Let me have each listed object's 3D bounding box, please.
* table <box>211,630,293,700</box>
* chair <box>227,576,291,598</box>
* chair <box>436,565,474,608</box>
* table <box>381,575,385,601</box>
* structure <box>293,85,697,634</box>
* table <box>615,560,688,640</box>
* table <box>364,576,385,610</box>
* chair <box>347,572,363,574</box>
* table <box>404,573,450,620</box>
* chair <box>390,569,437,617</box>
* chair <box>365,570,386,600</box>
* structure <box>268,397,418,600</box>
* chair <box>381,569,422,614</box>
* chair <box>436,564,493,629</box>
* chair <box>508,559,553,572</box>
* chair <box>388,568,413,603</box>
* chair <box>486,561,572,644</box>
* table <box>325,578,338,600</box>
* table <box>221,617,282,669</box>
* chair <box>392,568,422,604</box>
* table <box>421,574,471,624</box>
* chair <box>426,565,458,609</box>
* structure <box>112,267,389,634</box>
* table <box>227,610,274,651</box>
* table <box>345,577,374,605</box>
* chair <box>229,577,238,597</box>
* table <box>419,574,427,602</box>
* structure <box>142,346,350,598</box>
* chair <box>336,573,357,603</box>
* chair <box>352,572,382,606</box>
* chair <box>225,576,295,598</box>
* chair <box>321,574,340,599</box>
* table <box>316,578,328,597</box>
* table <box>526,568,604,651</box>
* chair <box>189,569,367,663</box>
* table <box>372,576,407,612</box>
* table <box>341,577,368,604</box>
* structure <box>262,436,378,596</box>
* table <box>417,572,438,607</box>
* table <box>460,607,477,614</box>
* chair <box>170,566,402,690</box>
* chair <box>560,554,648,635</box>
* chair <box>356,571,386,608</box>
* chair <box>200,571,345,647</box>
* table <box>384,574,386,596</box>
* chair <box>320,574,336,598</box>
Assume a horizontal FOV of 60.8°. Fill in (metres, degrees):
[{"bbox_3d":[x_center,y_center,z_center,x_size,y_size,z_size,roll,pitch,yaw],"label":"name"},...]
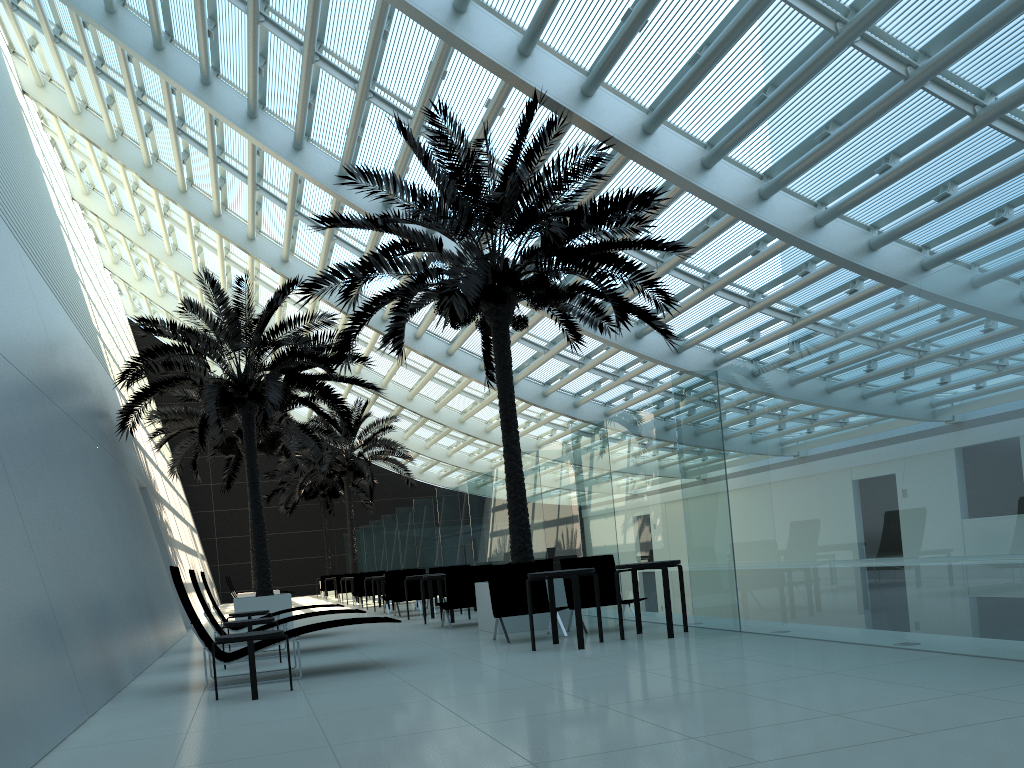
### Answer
[{"bbox_3d":[-2.170,2.341,7.278,0.559,0.509,0.558,-8,-7,25],"label":"table"},{"bbox_3d":[-8.553,7.015,29.632,2.030,1.140,0.940,-2,-6,-17],"label":"chair"},{"bbox_3d":[-1.018,4.022,17.213,0.713,0.874,0.905,-4,-6,-17],"label":"chair"},{"bbox_3d":[-3.477,5.927,25.438,0.686,0.769,0.684,-8,-6,25],"label":"table"},{"bbox_3d":[-0.097,-0.216,11.602,4.825,6.916,4.505,-5,-4,1],"label":"structure"},{"bbox_3d":[1.457,2.258,9.139,0.687,0.769,0.682,-8,-6,30],"label":"table"},{"bbox_3d":[-3.176,5.048,21.133,0.685,0.769,0.685,-7,-6,21],"label":"table"},{"bbox_3d":[-5.948,7.695,33.529,0.713,0.874,0.905,-4,-6,-17],"label":"chair"},{"bbox_3d":[-1.533,3.824,15.695,0.685,0.769,0.685,-7,-6,21],"label":"table"},{"bbox_3d":[-1.907,4.048,16.942,0.713,0.874,0.905,-4,-6,-17],"label":"chair"},{"bbox_3d":[-4.291,6.460,28.044,0.713,0.874,0.905,-4,-6,-17],"label":"chair"},{"bbox_3d":[-5.676,3.938,30.050,4.802,6.915,4.526,-3,-4,-24],"label":"structure"},{"bbox_3d":[-2.391,4.418,18.594,0.713,0.874,0.905,-4,-6,-17],"label":"chair"},{"bbox_3d":[-0.704,3.161,13.010,0.713,0.874,0.905,-4,-6,-17],"label":"chair"},{"bbox_3d":[0.185,3.136,13.281,0.713,0.874,0.905,-4,-6,-17],"label":"chair"},{"bbox_3d":[-3.145,5.617,24.303,0.713,0.874,0.905,-4,-6,-17],"label":"chair"},{"bbox_3d":[0.192,2.484,9.993,0.713,0.874,0.905,-4,-6,-17],"label":"chair"},{"bbox_3d":[-6.459,7.494,32.000,0.685,0.769,0.685,-7,-6,21],"label":"table"},{"bbox_3d":[-2.919,2.899,9.757,0.559,0.509,0.558,-8,-7,25],"label":"table"},{"bbox_3d":[-2.665,5.249,22.663,0.713,0.874,0.905,-4,-6,-17],"label":"chair"},{"bbox_3d":[-1.071,3.473,14.134,0.686,0.769,0.684,-8,-6,25],"label":"table"},{"bbox_3d":[-1.502,4.393,18.865,0.713,0.874,0.905,-4,-6,-17],"label":"chair"},{"bbox_3d":[-4.765,1.203,16.192,4.626,6.731,4.355,-2,-5,-39],"label":"structure"},{"bbox_3d":[-3.668,3.457,12.236,0.559,0.509,0.558,-8,-7,25],"label":"table"},{"bbox_3d":[-4.401,5.954,25.156,0.686,0.769,0.684,-8,-6,25],"label":"table"},{"bbox_3d":[-9.325,7.591,32.188,2.030,1.140,0.940,-2,-6,-17],"label":"chair"},{"bbox_3d":[-2.252,5.021,21.416,0.685,0.769,0.685,-7,-6,21],"label":"table"},{"bbox_3d":[-6.711,2.481,21.916,4.315,6.791,4.671,-6,-4,16],"label":"structure"},{"bbox_3d":[-5.180,6.486,27.772,0.713,0.874,0.905,-4,-6,-17],"label":"chair"},{"bbox_3d":[-4.034,5.642,24.032,0.713,0.874,0.905,-4,-6,-17],"label":"chair"},{"bbox_3d":[-7.804,6.457,27.153,2.030,1.140,0.940,-2,-6,-17],"label":"chair"},{"bbox_3d":[-6.837,7.721,33.258,0.713,0.874,0.905,-4,-6,-17],"label":"chair"},{"bbox_3d":[-7.684,8.400,36.022,0.687,0.769,0.682,-8,-6,30],"label":"table"},{"bbox_3d":[0.533,2.284,8.856,0.687,0.769,0.682,-8,-6,30],"label":"table"},{"bbox_3d":[-2.922,2.819,10.993,2.030,1.140,0.940,-2,-6,-17],"label":"chair"},{"bbox_3d":[-2.758,4.730,19.718,0.686,0.769,0.684,-8,-6,25],"label":"table"},{"bbox_3d":[-4.809,6.264,26.538,0.685,0.769,0.685,-7,-6,21],"label":"table"},{"bbox_3d":[-8.023,5.704,37.907,4.441,6.914,4.896,-2,-5,-39],"label":"structure"},{"bbox_3d":[-1.834,4.703,20.000,0.686,0.769,0.684,-8,-6,25],"label":"table"},{"bbox_3d":[-0.609,3.797,15.977,0.685,0.769,0.685,-7,-6,21],"label":"table"},{"bbox_3d":[-2.173,2.261,8.514,2.030,1.140,0.940,-2,-6,-17],"label":"chair"},{"bbox_3d":[1.081,2.458,10.264,0.713,0.874,0.905,-4,-6,-17],"label":"chair"},{"bbox_3d":[-3.554,5.275,22.392,0.713,0.874,0.905,-4,-6,-17],"label":"chair"},{"bbox_3d":[-3.671,3.378,13.472,2.030,1.140,0.940,-2,-6,-17],"label":"chair"},{"bbox_3d":[-3.885,6.238,26.820,0.685,0.769,0.685,-7,-6,21],"label":"table"},{"bbox_3d":[-7.317,8.089,34.898,0.713,0.874,0.905,-4,-6,-17],"label":"chair"}]
